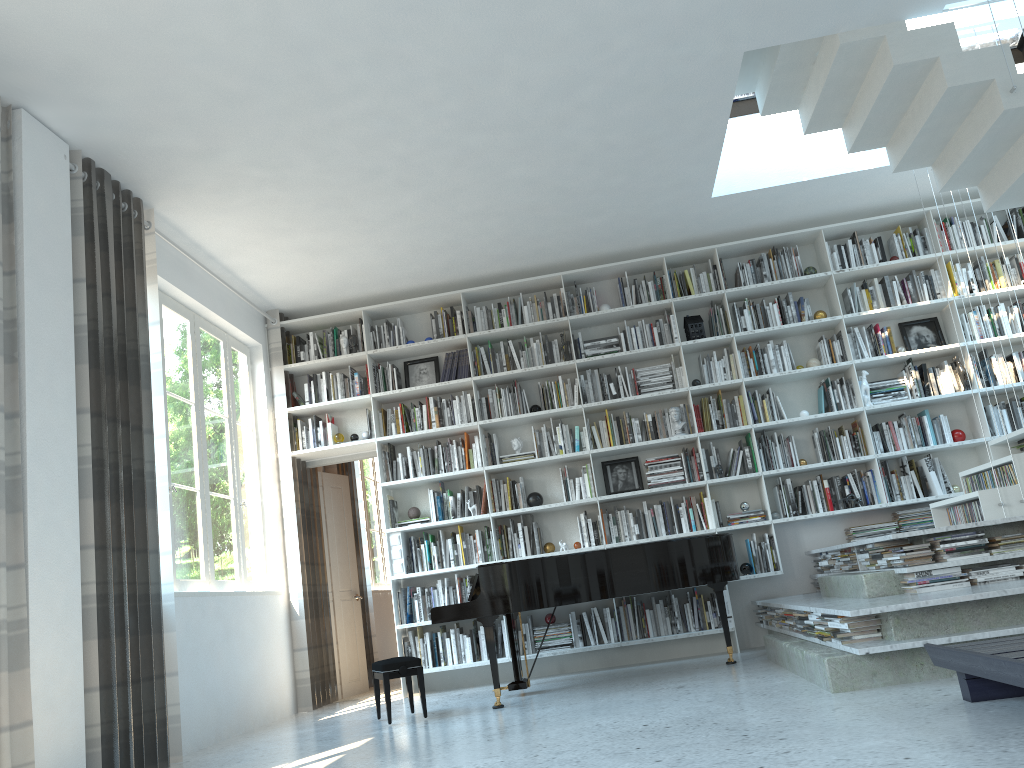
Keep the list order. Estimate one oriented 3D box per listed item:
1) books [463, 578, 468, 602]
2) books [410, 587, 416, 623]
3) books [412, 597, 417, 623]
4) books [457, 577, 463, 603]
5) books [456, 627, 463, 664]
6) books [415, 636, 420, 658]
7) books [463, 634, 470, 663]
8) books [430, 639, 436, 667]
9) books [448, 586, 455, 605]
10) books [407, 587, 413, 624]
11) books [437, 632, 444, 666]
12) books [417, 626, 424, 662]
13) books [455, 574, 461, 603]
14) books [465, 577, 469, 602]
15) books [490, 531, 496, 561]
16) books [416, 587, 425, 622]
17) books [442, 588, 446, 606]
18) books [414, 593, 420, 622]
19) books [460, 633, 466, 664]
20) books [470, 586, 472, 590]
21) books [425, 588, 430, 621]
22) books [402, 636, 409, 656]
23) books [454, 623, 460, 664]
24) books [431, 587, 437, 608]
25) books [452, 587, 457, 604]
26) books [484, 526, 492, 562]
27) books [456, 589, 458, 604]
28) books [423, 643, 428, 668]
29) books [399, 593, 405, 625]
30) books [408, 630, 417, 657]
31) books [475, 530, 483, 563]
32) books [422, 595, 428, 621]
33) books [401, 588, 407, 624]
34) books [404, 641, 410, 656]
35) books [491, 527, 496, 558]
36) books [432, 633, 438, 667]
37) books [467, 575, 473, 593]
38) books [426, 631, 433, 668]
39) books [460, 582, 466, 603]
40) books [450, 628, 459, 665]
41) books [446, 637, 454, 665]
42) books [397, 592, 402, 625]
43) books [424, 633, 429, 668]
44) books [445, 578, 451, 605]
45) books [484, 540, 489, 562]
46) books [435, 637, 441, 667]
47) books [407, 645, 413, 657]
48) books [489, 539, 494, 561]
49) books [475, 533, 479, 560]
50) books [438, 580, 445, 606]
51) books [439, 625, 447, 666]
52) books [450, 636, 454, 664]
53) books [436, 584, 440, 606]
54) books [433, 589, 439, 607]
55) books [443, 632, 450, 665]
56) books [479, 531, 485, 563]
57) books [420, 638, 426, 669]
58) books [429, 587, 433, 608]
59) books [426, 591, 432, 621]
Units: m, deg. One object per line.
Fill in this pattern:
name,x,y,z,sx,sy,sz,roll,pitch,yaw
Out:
books,-0.348,1.677,6.994,0.013,0.283,0.139,-9,-13,5
books,-0.770,1.751,7.025,0.010,0.273,0.150,-9,-13,5
books,-0.748,1.785,7.016,0.024,0.197,0.148,-9,-13,5
books,-0.392,1.674,6.979,0.012,0.294,0.176,-9,-13,5
books,-0.393,2.032,6.898,0.025,0.265,0.160,-9,-13,5
books,-0.716,2.099,6.939,0.024,0.246,0.143,-9,-13,5
books,-0.342,2.053,6.886,0.028,0.205,0.171,-9,-13,5
books,-0.602,2.100,6.926,0.022,0.205,0.159,-9,-13,5
books,-0.461,1.717,6.996,0.031,0.238,0.132,-9,-13,5
books,-0.804,1.747,7.010,0.052,0.283,0.172,-9,-13,5
books,-0.538,2.064,6.925,0.027,0.256,0.160,-9,-13,5
books,-0.704,2.061,6.943,0.011,0.317,0.158,-9,-13,5
books,-0.408,1.660,6.976,0.014,0.324,0.171,-9,-13,5
books,-0.333,1.668,6.982,0.022,0.290,0.138,-9,-13,5
books,-0.142,1.292,7.029,0.010,0.239,0.175,-9,-13,5
books,-0.706,1.740,7.004,0.029,0.265,0.172,-9,-13,5
books,-0.520,1.730,7.000,0.012,0.232,0.149,-9,-13,5
books,-0.730,1.765,6.995,0.022,0.220,0.188,-9,-13,5
books,-0.367,2.051,6.890,0.021,0.217,0.191,-9,-13,5
books,-0.276,1.695,6.966,0.059,0.215,0.177,-9,-13,5
books,-0.652,1.746,7.022,0.022,0.247,0.134,-9,-13,5
books,-0.821,2.114,6.954,0.012,0.253,0.161,-9,-13,5
books,-0.412,2.021,6.922,0.014,0.303,0.140,-9,-13,5
books,-0.602,1.727,6.982,0.010,0.252,0.178,-9,-13,5
books,-0.432,1.718,6.988,0.028,0.224,0.134,-9,-13,5
books,-0.180,1.274,7.031,0.014,0.285,0.180,-9,-13,5
books,-0.411,1.722,6.984,0.013,0.208,0.155,-9,-13,5
books,-0.658,2.118,6.926,0.022,0.185,0.145,-9,-13,5
books,-0.850,1.778,7.017,0.029,0.238,0.154,-9,-13,5
books,-0.754,2.080,6.941,0.044,0.293,0.181,-9,-13,5
books,-0.249,1.296,7.036,0.021,0.265,0.186,-9,-13,5
books,-0.672,1.772,7.015,0.025,0.199,0.137,-9,-13,5
books,-0.836,1.753,7.004,0.011,0.276,0.189,-9,-13,5
books,-0.801,2.129,6.948,0.023,0.215,0.159,-9,-13,5
books,-0.125,1.275,7.053,0.024,0.279,0.136,-9,-13,5
books,-0.583,2.075,6.933,0.022,0.251,0.140,-9,-13,5
books,-0.317,1.659,6.977,0.013,0.300,0.173,-9,-13,5
books,-0.630,2.071,6.919,0.023,0.265,0.177,-9,-13,5
books,-0.367,1.694,6.990,0.029,0.254,0.153,-9,-13,5
books,-0.434,2.039,6.902,0.031,0.265,0.187,-9,-13,5
books,-0.474,2.076,6.895,0.030,0.201,0.168,-9,-13,5
books,-0.870,1.777,7.034,0.012,0.253,0.161,-9,-13,5
books,-0.648,2.075,6.915,0.013,0.261,0.174,-9,-13,5
books,-0.502,1.685,6.986,0.039,0.306,0.172,-9,-13,5
books,-0.198,1.333,7.040,0.041,0.181,0.142,-9,-13,5
books,-0.560,2.084,6.917,0.022,0.220,0.163,-9,-13,5
books,-0.778,2.131,6.917,0.029,0.190,0.177,-9,-14,5
books,-0.151,1.326,7.049,0.023,0.186,0.130,-9,-13,5
books,-0.261,1.311,7.051,0.010,0.245,0.160,-9,-13,5
books,-0.543,1.700,7.007,0.027,0.299,0.142,-9,-13,5
books,-0.523,2.037,6.914,0.013,0.299,0.184,-9,-13,5
books,-0.449,2.075,6.923,0.014,0.210,0.146,-9,-13,5
books,-0.560,1.717,7.013,0.013,0.273,0.146,-9,-13,5
books,-0.580,1.738,6.991,0.028,0.228,0.158,-9,-13,5
books,-0.499,2.064,6.926,0.022,0.246,0.135,-9,-13,5
books,-0.230,1.300,7.052,0.013,0.259,0.143,-9,-13,5
books,-0.682,2.101,6.926,0.022,0.225,0.155,-9,-13,5
books,-0.613,1.728,6.989,0.013,0.256,0.190,-9,-13,5
books,-0.630,1.747,6.984,0.028,0.222,0.189,-9,-13,5
